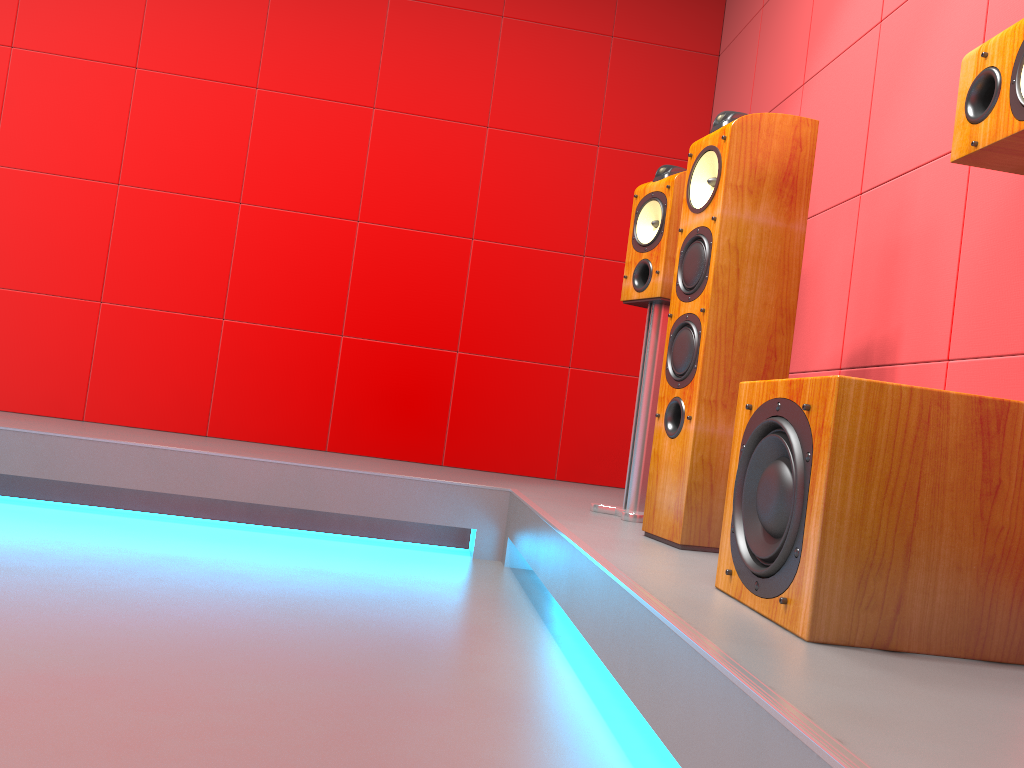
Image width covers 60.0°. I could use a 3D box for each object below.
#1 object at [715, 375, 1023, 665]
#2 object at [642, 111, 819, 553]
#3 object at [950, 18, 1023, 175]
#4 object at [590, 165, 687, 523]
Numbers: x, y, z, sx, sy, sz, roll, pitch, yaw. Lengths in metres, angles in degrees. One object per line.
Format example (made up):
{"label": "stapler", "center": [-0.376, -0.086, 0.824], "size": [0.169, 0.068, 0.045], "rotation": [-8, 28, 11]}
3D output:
{"label": "object", "center": [0.562, 0.193, 1.384], "size": [0.360, 0.360, 0.360], "rotation": [8, -2, -6]}
{"label": "object", "center": [0.522, -0.132, 2.151], "size": [0.238, 1.052, 0.203], "rotation": [8, -2, -16]}
{"label": "object", "center": [0.984, -0.543, 1.450], "size": [0.235, 0.271, 0.493], "rotation": [8, -2, -6]}
{"label": "object", "center": [0.463, -0.122, 2.665], "size": [0.265, 1.058, 0.231], "rotation": [9, -2, -26]}
